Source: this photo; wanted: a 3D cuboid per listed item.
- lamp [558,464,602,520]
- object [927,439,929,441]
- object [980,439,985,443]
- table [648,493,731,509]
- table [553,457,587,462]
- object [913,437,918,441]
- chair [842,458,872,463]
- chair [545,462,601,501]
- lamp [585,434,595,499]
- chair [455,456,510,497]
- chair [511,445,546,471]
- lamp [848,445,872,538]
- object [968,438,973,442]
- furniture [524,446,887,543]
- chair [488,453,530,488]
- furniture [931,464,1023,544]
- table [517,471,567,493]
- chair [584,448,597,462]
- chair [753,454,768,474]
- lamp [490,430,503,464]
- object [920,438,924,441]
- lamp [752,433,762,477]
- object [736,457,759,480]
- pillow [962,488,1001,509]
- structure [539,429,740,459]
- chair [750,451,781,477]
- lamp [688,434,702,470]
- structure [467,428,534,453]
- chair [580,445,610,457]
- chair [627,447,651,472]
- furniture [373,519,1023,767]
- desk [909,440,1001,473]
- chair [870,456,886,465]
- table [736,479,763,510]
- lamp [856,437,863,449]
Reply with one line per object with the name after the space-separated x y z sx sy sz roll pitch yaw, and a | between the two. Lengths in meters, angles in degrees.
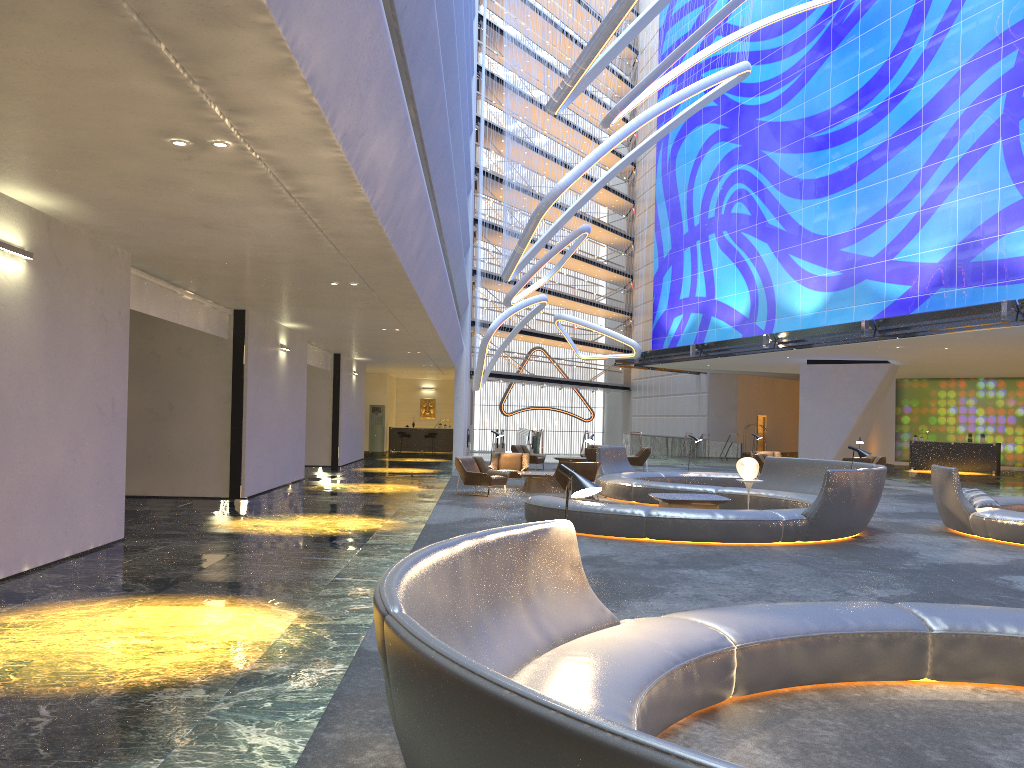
0.343 1.115 5.076 0.202 1.300 0.384 2 -1 -42 | lamp
15.790 2.131 33.649 0.072 0.070 0.073 0 -2 33 | object
17.315 2.087 32.610 0.150 0.145 0.150 0 -2 32 | object
2.795 1.978 14.037 1.203 0.392 1.204 1 -2 -1 | table
1.936 2.510 27.850 1.203 0.392 1.204 1 -2 16 | table
15.416 2.093 33.893 0.149 0.149 0.149 0 -2 33 | object
8.903 2.308 23.347 0.929 0.766 0.939 2 -2 -18 | chair
1.230 1.899 17.469 0.929 0.766 0.939 2 -2 -18 | chair
1.571 1.647 17.709 0.202 1.300 0.384 1 0 15 | lamp
-0.634 1.881 18.090 0.938 0.766 0.930 0 -2 31 | chair
0.495 2.283 27.509 0.938 0.766 0.930 1 -2 23 | chair
4.844 1.512 12.457 0.384 1.300 0.202 1 0 15 | lamp
16.962 2.087 32.815 0.150 0.145 0.150 0 -2 32 | object
3.626 1.764 16.048 5.184 0.969 9.935 1 -2 15 | furniture
-0.061 1.993 20.562 0.929 0.766 0.939 1 -2 4 | chair
9.406 1.675 10.556 5.186 0.969 9.932 2 -2 -10 | furniture
0.717 2.140 19.298 1.203 0.392 1.204 1 -2 -2 | table
2.657 2.279 26.183 0.939 0.766 0.929 3 -2 -40 | chair
7.040 2.291 23.969 0.938 0.766 0.930 0 -2 31 | chair
-0.397 1.718 20.608 0.384 1.300 0.202 1 0 15 | lamp
15.623 2.112 33.758 0.107 0.108 0.111 0 -2 33 | object
7.277 2.127 26.487 0.384 1.300 0.202 1 0 15 | lamp
4.011 1.443 15.092 0.367 0.387 0.318 1 -1 5 | object
6.832 1.676 13.095 0.692 0.262 0.878 1 -2 7 | pillow
5.477 6.758 50.338 9.304 8.396 19.745 1 -2 -2 | structure
7.612 2.402 26.440 0.929 0.766 0.939 1 -2 4 | chair
4.233 1.826 20.685 0.384 1.300 0.202 1 0 15 | lamp
-0.936 6.553 49.683 3.017 8.236 19.841 1 -2 -2 | structure
2.807 2.400 29.129 0.929 0.766 0.939 1 -2 25 | chair
3.837 2.369 27.754 0.938 0.766 0.930 1 -1 0 | chair
2.320 1.130 0.961 5.185 0.969 9.933 2 -2 -5 | furniture
16.635 2.721 33.332 2.977 1.097 0.814 0 -2 37 | desk
9.882 2.387 24.759 0.938 0.766 0.930 1 -2 7 | chair
4.040 1.936 15.121 0.418 0.595 0.428 1 -1 -3 | table
9.245 2.056 23.587 0.202 1.300 0.384 1 0 15 | lamp
